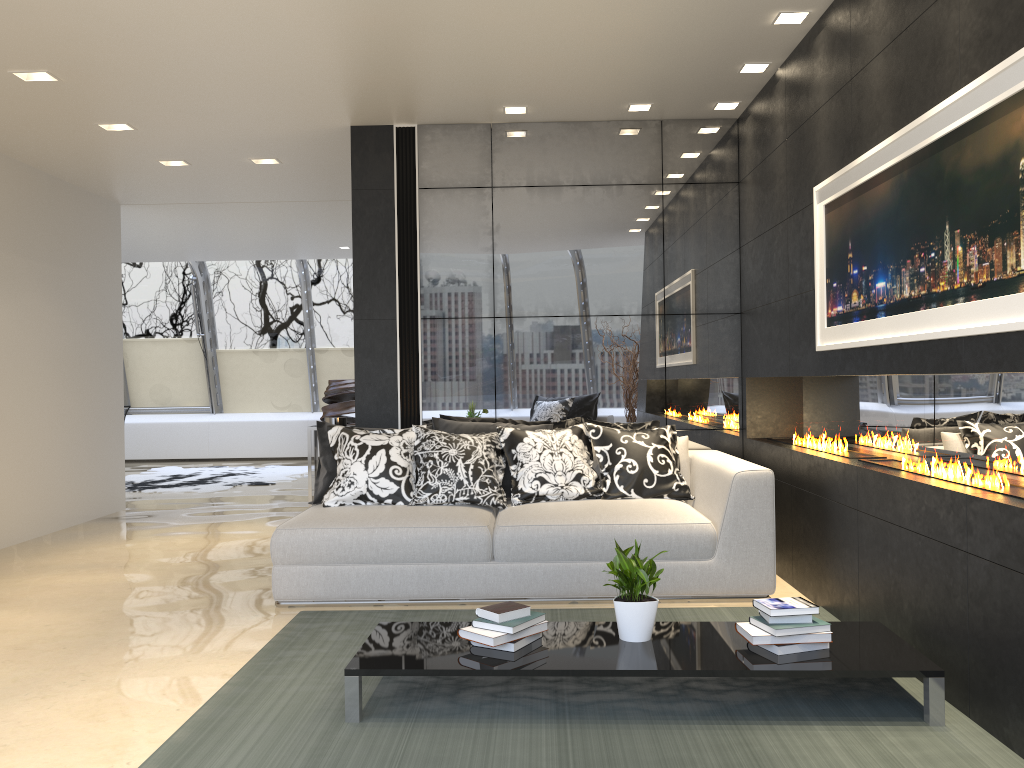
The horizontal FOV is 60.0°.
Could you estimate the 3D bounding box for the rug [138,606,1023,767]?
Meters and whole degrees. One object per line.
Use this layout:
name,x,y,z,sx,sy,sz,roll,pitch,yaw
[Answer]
rug,0.347,1.137,3.373,2.923,0.012,2.194,-1,0,2

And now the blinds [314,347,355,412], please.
blinds,-2.353,-0.060,13.957,1.430,1.027,0.329,-1,0,1

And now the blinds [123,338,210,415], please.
blinds,-5.431,-0.104,13.969,1.376,1.214,0.387,-1,0,1

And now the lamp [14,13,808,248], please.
lamp,-2.576,-1.721,6.484,9.928,0.004,9.775,-1,0,1

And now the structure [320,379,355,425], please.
structure,-2.505,0.560,13.168,0.674,1.258,0.672,-1,0,-22

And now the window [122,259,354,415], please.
window,-4.477,-0.225,6.747,16.171,3.674,16.693,-1,0,7

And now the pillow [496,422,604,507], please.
pillow,0.245,0.479,5.327,0.598,0.470,0.390,-1,0,-15

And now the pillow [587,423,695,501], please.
pillow,0.781,0.476,5.402,0.610,0.479,0.383,-1,0,-12

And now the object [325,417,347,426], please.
object,-1.231,0.263,6.191,0.153,0.059,0.151,-1,0,-39

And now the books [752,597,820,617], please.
books,0.987,0.802,3.199,0.185,0.027,0.154,-1,0,-8

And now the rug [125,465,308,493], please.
rug,-3.778,1.185,11.240,2.705,0.008,3.220,-1,0,1

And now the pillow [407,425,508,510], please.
pillow,-0.308,0.496,5.243,0.623,0.505,0.393,-1,0,-5

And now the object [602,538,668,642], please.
object,0.453,0.767,3.312,0.284,0.369,0.215,-1,0,-21

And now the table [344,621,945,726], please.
table,0.438,1.042,3.242,1.982,0.187,0.594,-1,0,3

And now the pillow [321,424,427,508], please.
pillow,-0.823,0.491,5.273,0.607,0.483,0.368,-1,0,0

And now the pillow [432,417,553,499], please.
pillow,-0.131,0.462,5.534,0.796,0.511,0.474,-1,0,2

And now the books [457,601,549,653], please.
books,-0.033,0.894,3.279,0.223,0.126,0.307,-1,0,38

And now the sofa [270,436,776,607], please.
sofa,0.053,0.748,5.238,2.625,0.798,1.334,-1,0,1

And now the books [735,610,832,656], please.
books,0.972,0.879,3.193,0.307,0.126,0.223,-1,0,-10

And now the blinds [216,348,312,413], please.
blinds,-3.892,-0.035,13.977,1.430,1.027,0.329,-1,0,1

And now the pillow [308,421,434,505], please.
pillow,-0.846,0.489,5.534,0.808,0.525,0.434,-1,0,-3

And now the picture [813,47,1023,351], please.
picture,1.488,-0.561,3.329,0.025,0.804,2.068,-1,0,1

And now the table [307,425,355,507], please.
table,-1.223,0.727,6.192,0.350,0.872,0.202,-1,0,1

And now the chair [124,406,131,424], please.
chair,-5.576,0.560,12.043,0.688,0.519,0.446,-1,0,1
